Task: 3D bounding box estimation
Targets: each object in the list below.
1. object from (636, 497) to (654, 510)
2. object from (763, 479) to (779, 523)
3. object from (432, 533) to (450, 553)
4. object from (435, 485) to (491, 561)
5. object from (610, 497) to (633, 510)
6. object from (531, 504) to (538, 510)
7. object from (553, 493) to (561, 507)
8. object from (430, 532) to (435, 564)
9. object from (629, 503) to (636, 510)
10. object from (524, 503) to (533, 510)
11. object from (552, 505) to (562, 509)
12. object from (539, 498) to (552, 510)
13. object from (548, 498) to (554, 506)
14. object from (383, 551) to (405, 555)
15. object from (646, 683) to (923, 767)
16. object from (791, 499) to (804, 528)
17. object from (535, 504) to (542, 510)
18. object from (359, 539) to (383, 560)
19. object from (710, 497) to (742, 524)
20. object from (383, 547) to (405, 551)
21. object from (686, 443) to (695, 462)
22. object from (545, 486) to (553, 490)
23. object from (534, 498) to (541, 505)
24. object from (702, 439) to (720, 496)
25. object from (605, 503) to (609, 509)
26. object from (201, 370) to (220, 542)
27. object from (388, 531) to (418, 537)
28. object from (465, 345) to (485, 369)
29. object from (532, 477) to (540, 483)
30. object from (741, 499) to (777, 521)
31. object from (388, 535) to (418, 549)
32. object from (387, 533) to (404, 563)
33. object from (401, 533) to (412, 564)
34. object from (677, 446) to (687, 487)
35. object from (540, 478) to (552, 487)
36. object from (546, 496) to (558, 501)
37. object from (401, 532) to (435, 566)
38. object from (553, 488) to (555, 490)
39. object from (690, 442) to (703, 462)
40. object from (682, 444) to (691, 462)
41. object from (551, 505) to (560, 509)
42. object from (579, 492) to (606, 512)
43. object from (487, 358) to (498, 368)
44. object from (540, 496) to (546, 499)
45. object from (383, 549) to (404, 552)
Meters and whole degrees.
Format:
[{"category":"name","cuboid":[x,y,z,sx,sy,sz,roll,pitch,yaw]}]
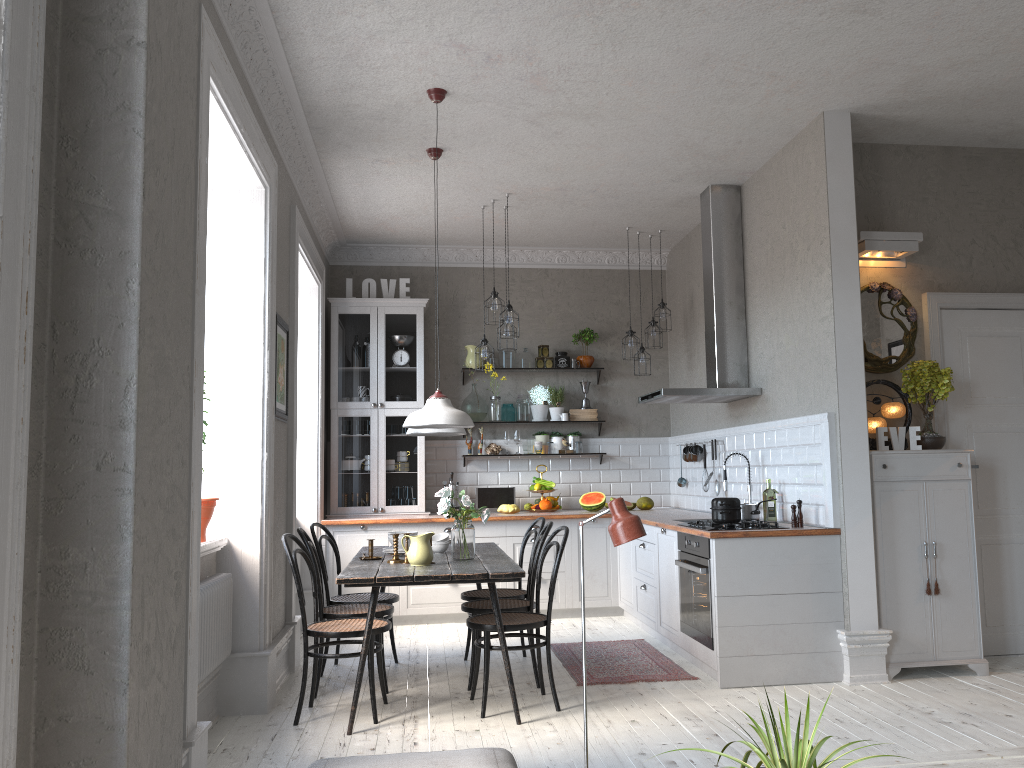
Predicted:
[{"category":"object","cuboid":[1.195,1.071,7.948,0.208,0.119,0.129,5,-8,-44]},{"category":"object","cuboid":[1.680,0.755,5.732,0.090,0.282,0.081,0,-6,-7]},{"category":"object","cuboid":[-0.443,0.968,5.389,0.124,0.119,0.128,-2,-6,9]},{"category":"object","cuboid":[-0.273,0.770,4.932,0.314,0.414,0.249,0,-6,-9]},{"category":"object","cuboid":[0.973,1.056,7.792,0.228,0.127,0.146,2,-6,-24]},{"category":"object","cuboid":[0.201,1.096,7.884,0.084,0.057,0.089,-4,-6,25]},{"category":"object","cuboid":[0.393,1.040,7.950,0.060,0.120,0.127,-3,-6,17]},{"category":"object","cuboid":[-0.443,0.882,4.775,0.059,0.167,0.059,-2,-6,6]},{"category":"object","cuboid":[1.054,1.100,7.975,0.204,0.073,0.117,4,-8,-44]},{"category":"object","cuboid":[0.158,1.097,7.914,0.075,0.072,0.154,-3,-6,23]},{"category":"object","cuboid":[0.349,1.103,7.986,0.213,0.044,0.055,-4,-7,30]},{"category":"object","cuboid":[0.295,1.058,7.792,0.115,0.110,0.109,4,-7,-39]},{"category":"object","cuboid":[0.328,1.055,7.873,0.088,0.078,0.089,-3,-6,19]},{"category":"object","cuboid":[-0.654,1.011,5.311,0.235,0.027,0.239,-2,-6,11]},{"category":"object","cuboid":[0.655,0.904,2.041,0.726,0.420,0.668,-2,-6,11]},{"category":"object","cuboid":[1.671,0.756,5.195,0.073,0.167,0.035,0,-6,-8]},{"category":"object","cuboid":[0.215,1.107,7.900,0.071,0.076,0.225,2,-6,-24]},{"category":"object","cuboid":[-0.807,0.946,5.067,0.142,0.112,0.137,2,-6,-24]},{"category":"object","cuboid":[1.262,0.745,5.221,0.193,0.147,0.189,2,-6,-27]},{"category":"object","cuboid":[-0.654,0.994,5.313,0.235,0.027,0.240,-3,-6,16]},{"category":"object","cuboid":[1.527,0.575,7.449,0.109,0.161,0.136,0,-6,-5]},{"category":"object","cuboid":[0.320,0.942,7.913,0.077,0.062,0.098,3,-7,-34]},{"category":"object","cuboid":[0.252,1.068,7.984,0.078,0.076,0.156,-3,-6,20]},{"category":"object","cuboid":[1.546,0.658,6.942,0.081,0.443,0.327,0,-6,-6]},{"category":"object","cuboid":[0.926,1.114,8.053,0.199,0.067,0.103,-1,-6,-1]},{"category":"object","cuboid":[-1.548,0.261,4.268,0.265,0.991,0.275,-4,-7,32]},{"category":"object","cuboid":[-0.655,0.938,5.318,0.182,0.094,0.177,1,-6,-16]},{"category":"object","cuboid":[-0.333,-0.241,8.104,0.190,0.216,0.174,-2,-6,7]},{"category":"object","cuboid":[0.218,0.855,7.906,0.074,0.058,0.050,2,-7,-30]},{"category":"object","cuboid":[1.508,0.775,5.484,0.298,0.134,0.178,-4,-6,27]},{"category":"object","cuboid":[-0.655,0.958,5.316,0.182,0.094,0.177,1,-6,-16]},{"category":"object","cuboid":[-0.637,0.892,4.855,0.097,0.172,0.094,2,-6,-26]},{"category":"object","cuboid":[-0.570,0.884,4.792,0.061,0.172,0.062,-2,-6,14]},{"category":"object","cuboid":[1.495,0.722,7.822,0.077,0.378,0.082,0,-6,-7]},{"category":"object","cuboid":[0.307,0.892,7.979,0.179,0.096,0.089,-2,-6,12]},{"category":"object","cuboid":[0.365,1.034,7.954,0.128,0.056,0.059,1,-6,-15]},{"category":"object","cuboid":[-0.490,0.872,4.685,0.133,0.170,0.153,-7,-8,44]},{"category":"object","cuboid":[0.357,0.942,7.948,0.052,0.050,0.049,-1,-6,2]},{"category":"object","cuboid":[1.530,0.562,7.322,0.107,0.161,0.138,-2,-6,10]},{"category":"object","cuboid":[1.514,0.588,7.575,0.108,0.161,0.137,-1,-6,5]},{"category":"object","cuboid":[0.378,1.099,7.868,0.088,0.051,0.069,-6,-8,40]},{"category":"object","cuboid":[0.710,1.039,7.807,0.233,0.174,0.220,-2,-6,15]},{"category":"object","cuboid":[-0.179,-0.183,8.178,0.104,0.111,0.102,0,-6,-7]},{"category":"object","cuboid":[0.284,1.056,7.982,0.086,0.093,0.086,0,-6,-11]},{"category":"object","cuboid":[-0.654,1.002,5.312,0.242,0.027,0.232,4,-7,-39]}]
